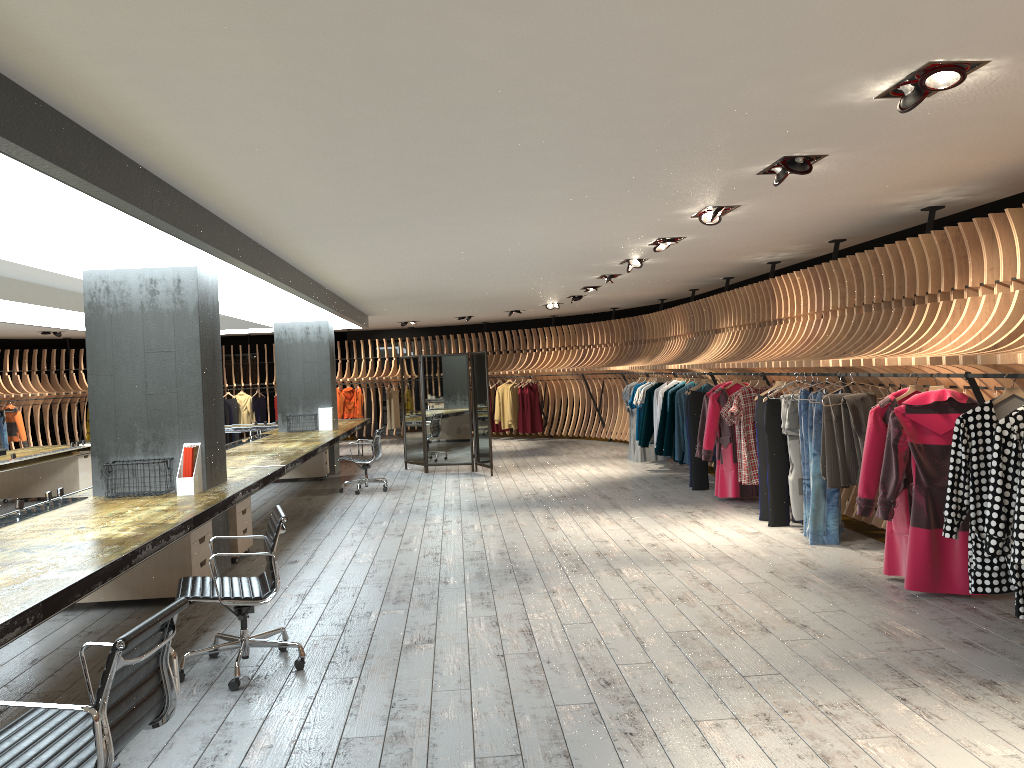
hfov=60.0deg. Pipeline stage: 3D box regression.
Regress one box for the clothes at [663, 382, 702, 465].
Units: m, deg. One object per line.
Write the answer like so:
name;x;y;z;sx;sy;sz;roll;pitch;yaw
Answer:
clothes;2.424;0.520;11.748;0.913;1.081;0.238;-3;0;-4

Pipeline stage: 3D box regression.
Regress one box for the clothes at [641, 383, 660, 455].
clothes;2.332;0.505;13.129;0.913;1.081;0.238;-3;0;-4

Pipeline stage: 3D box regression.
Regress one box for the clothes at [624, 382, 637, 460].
clothes;2.220;0.676;14.730;0.677;1.434;0.204;-3;0;-14

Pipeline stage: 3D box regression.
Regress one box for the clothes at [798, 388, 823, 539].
clothes;2.668;0.794;7.808;0.277;1.543;0.316;-3;0;-5

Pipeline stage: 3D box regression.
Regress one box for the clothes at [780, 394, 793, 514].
clothes;2.631;0.662;8.164;0.273;1.143;0.170;-3;0;28

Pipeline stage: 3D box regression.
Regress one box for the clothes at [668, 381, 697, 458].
clothes;2.420;0.490;11.872;0.715;1.088;0.257;-3;0;-8

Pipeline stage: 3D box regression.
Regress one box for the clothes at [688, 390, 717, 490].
clothes;2.465;0.737;10.959;0.539;1.353;0.087;-3;0;1

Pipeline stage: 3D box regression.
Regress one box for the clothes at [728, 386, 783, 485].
clothes;2.567;0.524;9.073;0.760;1.030;0.179;-3;0;-18

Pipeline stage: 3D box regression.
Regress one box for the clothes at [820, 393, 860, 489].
clothes;2.676;0.462;7.228;0.278;0.767;0.263;-3;0;4

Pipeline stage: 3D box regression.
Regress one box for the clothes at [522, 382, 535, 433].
clothes;0.428;0.523;19.645;0.444;1.129;0.127;-3;0;-7

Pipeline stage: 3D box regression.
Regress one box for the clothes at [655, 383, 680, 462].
clothes;2.393;0.516;12.102;0.913;1.081;0.238;-3;0;1

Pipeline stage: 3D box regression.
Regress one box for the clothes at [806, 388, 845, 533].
clothes;2.710;0.681;7.664;0.277;1.292;0.316;-3;0;-40

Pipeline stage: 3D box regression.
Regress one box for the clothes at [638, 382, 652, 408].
clothes;2.314;0.421;13.673;0.742;0.938;0.162;-3;0;-10

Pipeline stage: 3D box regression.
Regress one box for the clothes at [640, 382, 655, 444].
clothes;2.276;0.441;13.593;0.743;0.950;0.167;-3;0;-20

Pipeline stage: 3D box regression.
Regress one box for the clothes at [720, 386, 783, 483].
clothes;2.568;0.523;9.296;0.760;1.020;0.187;-3;0;-3

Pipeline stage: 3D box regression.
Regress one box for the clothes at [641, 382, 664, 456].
clothes;2.331;0.506;13.041;0.913;1.081;0.238;-3;0;1

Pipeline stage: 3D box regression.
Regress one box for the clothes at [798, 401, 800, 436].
clothes;2.689;0.662;7.954;0.170;1.143;0.273;-3;0;43

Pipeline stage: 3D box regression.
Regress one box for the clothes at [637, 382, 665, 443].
clothes;2.273;0.428;13.406;0.734;0.937;0.164;-3;0;0

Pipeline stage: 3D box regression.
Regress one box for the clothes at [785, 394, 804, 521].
clothes;2.625;0.662;8.057;0.278;1.141;0.172;-3;0;3

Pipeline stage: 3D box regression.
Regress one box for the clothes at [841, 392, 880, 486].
clothes;2.809;0.452;7.063;0.336;0.776;0.255;-3;0;12

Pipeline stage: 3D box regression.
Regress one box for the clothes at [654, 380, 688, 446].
clothes;2.339;0.495;12.433;0.733;1.106;0.165;-3;0;-4

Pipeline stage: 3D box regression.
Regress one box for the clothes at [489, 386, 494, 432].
clothes;-0.520;0.553;20.460;0.127;1.129;0.444;-3;0;-12

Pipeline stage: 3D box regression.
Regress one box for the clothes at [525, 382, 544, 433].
clothes;0.483;0.522;19.569;0.444;1.129;0.126;-3;0;-32

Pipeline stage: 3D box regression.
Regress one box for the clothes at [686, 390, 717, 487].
clothes;2.471;0.733;11.152;0.539;1.353;0.087;-3;0;21

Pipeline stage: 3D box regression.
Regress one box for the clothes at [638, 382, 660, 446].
clothes;2.317;0.504;13.251;0.913;1.081;0.238;-3;0;-4

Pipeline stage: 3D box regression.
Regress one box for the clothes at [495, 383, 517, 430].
clothes;-0.020;0.496;20.045;0.777;1.053;0.151;-3;0;-3

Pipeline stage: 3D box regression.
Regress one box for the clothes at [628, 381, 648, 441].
clothes;2.206;0.439;14.003;0.738;0.971;0.167;-3;0;5

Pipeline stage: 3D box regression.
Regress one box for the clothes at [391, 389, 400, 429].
clothes;-2.838;0.591;21.559;0.096;0.988;0.465;-3;0;13

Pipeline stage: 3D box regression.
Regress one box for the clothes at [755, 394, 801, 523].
clothes;2.626;0.769;8.571;0.539;1.353;0.087;-3;0;36

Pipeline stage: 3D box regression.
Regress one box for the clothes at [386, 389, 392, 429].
clothes;-2.957;0.596;21.578;0.096;0.988;0.465;-3;0;8

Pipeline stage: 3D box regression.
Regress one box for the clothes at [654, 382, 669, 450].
clothes;2.384;0.490;12.627;0.733;1.106;0.165;-3;0;1

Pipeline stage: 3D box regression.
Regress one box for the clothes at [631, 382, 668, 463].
clothes;2.236;0.680;14.454;0.677;1.434;0.203;-3;0;-19

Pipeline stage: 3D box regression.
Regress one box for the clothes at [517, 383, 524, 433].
clothes;0.306;0.527;19.762;0.444;1.129;0.126;-3;0;-32

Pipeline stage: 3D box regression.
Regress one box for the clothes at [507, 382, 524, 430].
clothes;0.146;0.491;19.900;0.151;1.053;0.777;-3;0;37

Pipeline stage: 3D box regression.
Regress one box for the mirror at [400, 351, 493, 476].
mirror;-1.048;0.462;14.154;2.111;1.892;0.443;-2;0;37

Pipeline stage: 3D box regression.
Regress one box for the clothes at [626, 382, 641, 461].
clothes;2.228;0.678;14.589;0.677;1.434;0.204;-3;0;11

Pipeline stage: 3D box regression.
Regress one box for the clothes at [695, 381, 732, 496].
clothes;2.521;0.621;10.204;0.840;1.312;0.321;-3;0;-5

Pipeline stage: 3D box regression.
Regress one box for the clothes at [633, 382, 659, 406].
clothes;2.271;0.423;13.863;0.743;0.931;0.158;-3;0;0

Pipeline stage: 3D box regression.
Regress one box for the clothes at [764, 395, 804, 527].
clothes;2.656;0.771;8.370;0.539;1.353;0.087;-3;0;-4

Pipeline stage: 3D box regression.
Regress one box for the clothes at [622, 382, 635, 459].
clothes;2.210;0.674;14.870;0.677;1.434;0.204;-3;0;11

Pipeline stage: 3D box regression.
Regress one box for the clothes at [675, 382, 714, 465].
clothes;2.449;0.496;11.435;0.715;1.088;0.257;-3;0;2

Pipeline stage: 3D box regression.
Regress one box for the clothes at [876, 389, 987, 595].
clothes;2.815;0.684;5.786;0.839;1.312;0.321;-3;0;25

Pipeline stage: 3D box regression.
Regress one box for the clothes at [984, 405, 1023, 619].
clothes;2.886;0.639;4.731;0.773;1.160;0.191;-3;0;-3

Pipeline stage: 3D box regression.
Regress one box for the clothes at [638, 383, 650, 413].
clothes;2.307;0.436;13.815;0.743;0.960;0.167;-3;0;-10

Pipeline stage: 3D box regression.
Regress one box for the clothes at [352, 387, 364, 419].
clothes;-3.761;0.506;21.687;0.201;0.881;0.839;-3;0;-24

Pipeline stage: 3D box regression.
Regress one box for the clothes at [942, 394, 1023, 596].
clothes;2.853;0.636;5.021;0.772;1.160;0.191;-3;0;17

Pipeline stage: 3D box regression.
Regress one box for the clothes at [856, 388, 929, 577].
clothes;2.795;0.681;6.074;0.839;1.312;0.321;-3;0;15

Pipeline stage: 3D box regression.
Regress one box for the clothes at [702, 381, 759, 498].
clothes;2.539;0.625;9.915;0.839;1.312;0.321;-3;0;5

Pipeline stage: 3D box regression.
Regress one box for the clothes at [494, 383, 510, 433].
clothes;-0.253;0.545;20.247;0.444;1.129;0.126;-3;0;-42

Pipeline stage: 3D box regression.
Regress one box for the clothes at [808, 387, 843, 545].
clothes;2.669;0.806;7.515;0.373;1.536;0.312;-3;0;7

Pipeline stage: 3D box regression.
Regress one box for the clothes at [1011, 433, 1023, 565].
clothes;2.887;0.643;4.506;0.773;1.160;0.191;-3;0;-13
